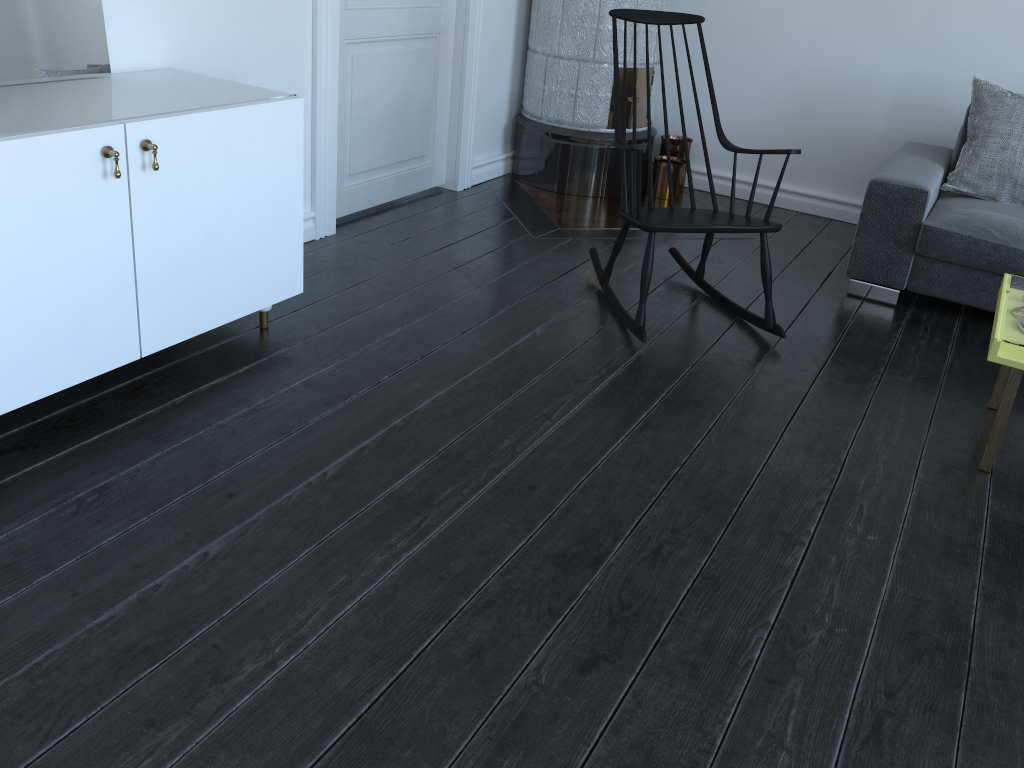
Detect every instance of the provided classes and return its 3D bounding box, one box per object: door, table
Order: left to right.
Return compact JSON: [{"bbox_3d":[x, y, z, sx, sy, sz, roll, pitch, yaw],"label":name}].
[{"bbox_3d":[-0.443,-1.912,3.641,0.117,2.374,1.203,16,25,25],"label":"door"},{"bbox_3d":[1.929,0.165,2.187,1.421,0.383,0.618,19,29,26],"label":"table"}]

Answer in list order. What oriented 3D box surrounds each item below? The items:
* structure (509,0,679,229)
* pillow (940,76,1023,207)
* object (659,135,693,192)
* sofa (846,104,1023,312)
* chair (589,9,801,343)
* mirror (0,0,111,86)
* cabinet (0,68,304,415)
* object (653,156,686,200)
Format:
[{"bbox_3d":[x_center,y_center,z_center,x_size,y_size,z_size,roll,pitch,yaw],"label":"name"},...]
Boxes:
[{"bbox_3d":[0.565,-2.309,4.168,0.778,2.773,1.323,-1,24,-16],"label":"structure"},{"bbox_3d":[2.749,-0.729,3.259,2.092,0.472,0.490,22,29,30],"label":"pillow"},{"bbox_3d":[0.882,-1.208,4.827,0.175,0.269,0.181,18,26,25],"label":"object"},{"bbox_3d":[2.618,-0.501,3.286,2.406,0.694,1.116,19,29,26],"label":"sofa"},{"bbox_3d":[0.603,-0.770,3.144,0.612,0.964,0.944,-1,25,-15],"label":"chair"},{"bbox_3d":[-1.341,-1.000,2.199,0.055,0.482,0.717,16,27,25],"label":"mirror"},{"bbox_3d":[-1.153,-0.363,2.297,0.598,0.705,1.237,17,28,25],"label":"cabinet"},{"bbox_3d":[0.823,-1.093,4.677,0.175,0.191,0.178,13,25,16],"label":"object"}]
